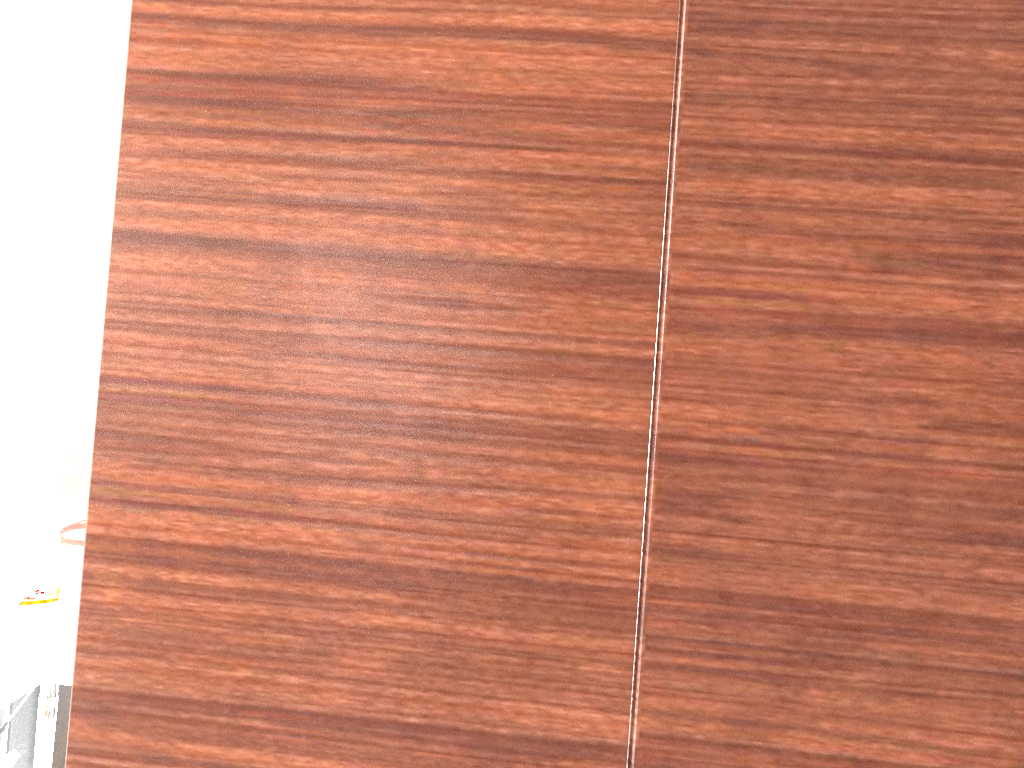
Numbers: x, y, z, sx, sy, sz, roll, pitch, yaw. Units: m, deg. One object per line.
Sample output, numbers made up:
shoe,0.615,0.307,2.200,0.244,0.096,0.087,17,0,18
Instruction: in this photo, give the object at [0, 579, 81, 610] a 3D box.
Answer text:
object,-1.158,0.514,2.132,0.238,0.019,0.239,3,4,-23

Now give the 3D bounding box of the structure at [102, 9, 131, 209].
structure,-1.038,-0.964,3.375,0.446,0.760,1.044,4,2,5

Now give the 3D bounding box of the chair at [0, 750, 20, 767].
chair,-1.105,0.966,1.303,0.464,0.741,0.395,4,-1,11

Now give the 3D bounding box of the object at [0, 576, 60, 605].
object,-0.439,0.435,2.571,1.873,0.222,0.140,2,1,-30

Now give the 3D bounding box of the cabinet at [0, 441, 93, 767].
cabinet,-1.260,-0.025,2.514,0.786,2.553,3.335,4,2,5

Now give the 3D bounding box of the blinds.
blinds,-3.215,-0.230,1.694,5.803,2.774,7.136,5,3,8

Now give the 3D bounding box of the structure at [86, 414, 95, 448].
structure,-1.458,0.083,3.658,0.223,0.286,1.000,4,3,7

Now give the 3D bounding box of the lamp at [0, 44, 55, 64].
lamp,-0.137,-1.131,1.620,9.573,0.084,5.356,4,3,-9

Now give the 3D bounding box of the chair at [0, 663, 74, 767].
chair,-1.089,0.920,2.097,0.464,0.741,0.396,4,-1,0

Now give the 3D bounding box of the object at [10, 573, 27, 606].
object,-1.202,0.500,2.157,0.026,0.008,0.249,3,4,-26

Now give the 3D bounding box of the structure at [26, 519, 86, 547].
structure,-1.168,0.479,2.991,0.504,0.057,0.764,4,3,5
